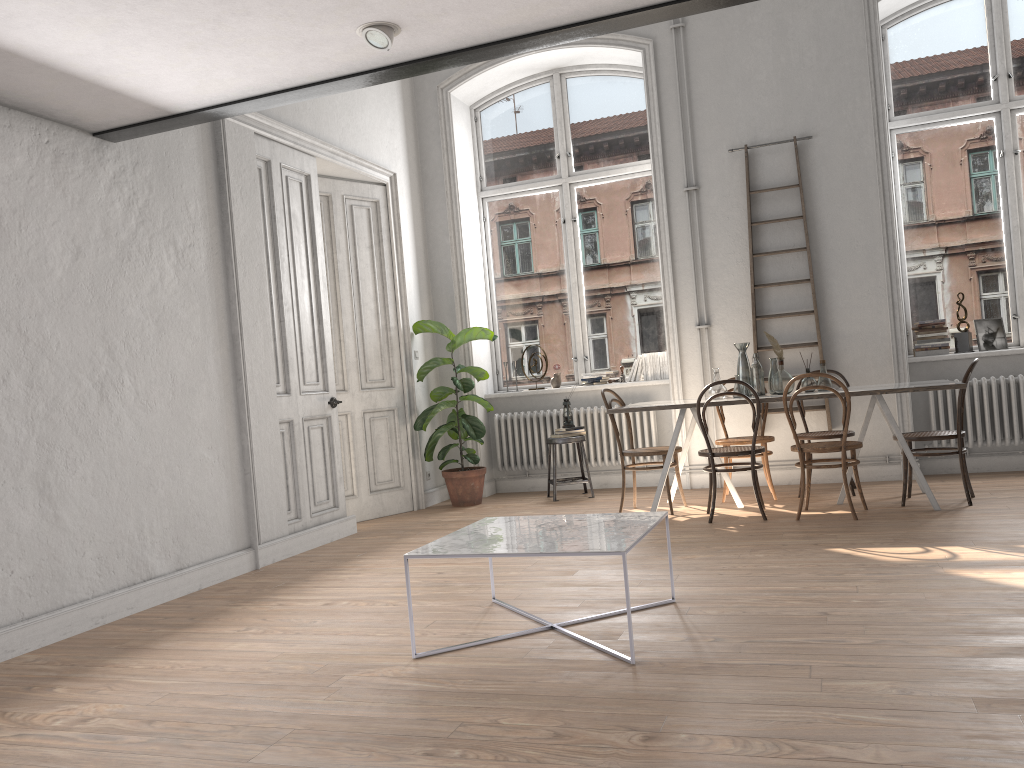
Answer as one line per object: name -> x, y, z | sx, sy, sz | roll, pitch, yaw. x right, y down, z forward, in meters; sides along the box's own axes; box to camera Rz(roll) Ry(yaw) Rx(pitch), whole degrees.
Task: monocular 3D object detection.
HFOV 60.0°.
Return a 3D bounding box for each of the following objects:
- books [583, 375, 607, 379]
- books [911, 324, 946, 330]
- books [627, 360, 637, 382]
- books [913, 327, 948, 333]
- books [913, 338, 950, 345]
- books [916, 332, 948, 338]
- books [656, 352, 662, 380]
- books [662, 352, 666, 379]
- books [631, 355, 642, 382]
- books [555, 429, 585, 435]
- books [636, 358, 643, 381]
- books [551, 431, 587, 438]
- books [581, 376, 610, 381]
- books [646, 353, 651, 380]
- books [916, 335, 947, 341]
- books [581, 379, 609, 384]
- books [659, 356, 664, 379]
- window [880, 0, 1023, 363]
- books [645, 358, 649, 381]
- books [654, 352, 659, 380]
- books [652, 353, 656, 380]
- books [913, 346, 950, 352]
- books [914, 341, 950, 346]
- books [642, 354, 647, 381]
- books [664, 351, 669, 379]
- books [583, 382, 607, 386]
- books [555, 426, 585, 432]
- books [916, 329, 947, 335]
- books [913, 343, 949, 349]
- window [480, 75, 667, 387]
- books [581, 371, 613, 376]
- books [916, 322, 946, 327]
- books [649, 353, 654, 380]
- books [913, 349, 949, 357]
books -> 0.761, -0.068, 8.115 | 0.205, 0.020, 0.155 | -5, 0, 10
books -> 3.375, -0.458, 7.179 | 0.231, 0.023, 0.162 | -5, 0, 35
books -> 1.101, -0.120, 8.025 | 0.105, 0.194, 0.155 | -5, 0, 19
books -> 3.385, -0.437, 7.176 | 0.244, 0.019, 0.174 | -5, 0, 20
books -> 3.394, -0.347, 7.180 | 0.245, 0.028, 0.193 | -5, 0, 15
books -> 3.398, -0.396, 7.178 | 0.222, 0.024, 0.158 | -5, 0, 20
books -> 1.326, -0.162, 7.937 | 0.019, 0.244, 0.174 | -5, 0, 20
books -> 1.376, -0.166, 7.943 | 0.024, 0.243, 0.175 | -5, 0, 20
books -> 1.134, -0.142, 8.007 | 0.100, 0.235, 0.174 | -5, 0, 20
books -> 0.498, 0.411, 7.659 | 0.232, 0.029, 0.163 | -5, 0, -9
books -> 1.159, -0.128, 8.000 | 0.072, 0.203, 0.155 | -5, 0, 20
books -> 0.488, 0.438, 7.660 | 0.246, 0.034, 0.194 | -5, 0, -30
books -> 0.765, -0.047, 8.128 | 0.221, 0.023, 0.147 | -5, 0, 36
books -> 1.244, -0.155, 7.958 | 0.024, 0.243, 0.175 | -5, 0, 20
books -> 3.395, -0.372, 7.174 | 0.205, 0.022, 0.155 | -5, 0, 34
books -> 0.765, -0.025, 8.130 | 0.205, 0.022, 0.155 | -5, 0, 40
books -> 1.349, -0.145, 7.931 | 0.020, 0.205, 0.155 | -5, 0, 20
window -> 10.523, -6.663, 7.759 | 14.388, 15.936, 26.391 | -5, 0, 20
books -> 1.229, -0.135, 7.975 | 0.020, 0.205, 0.155 | -5, 0, 20
books -> 1.314, -0.161, 7.965 | 0.024, 0.243, 0.175 | -5, 0, 20
books -> 1.292, -0.159, 7.968 | 0.019, 0.244, 0.174 | -5, 0, 20
books -> 3.385, -0.283, 7.168 | 0.249, 0.023, 0.175 | -5, 0, 15
books -> 3.396, -0.326, 7.178 | 0.255, 0.014, 0.192 | -5, 0, 23
books -> 1.209, -0.152, 8.003 | 0.024, 0.243, 0.175 | -5, 0, 20
books -> 1.393, -0.168, 7.915 | 0.024, 0.243, 0.175 | -5, 0, 20
books -> 0.762, -0.002, 8.135 | 0.147, 0.023, 0.221 | -5, 0, -21
books -> 0.498, 0.389, 7.659 | 0.221, 0.027, 0.147 | -5, 0, -38
books -> 3.391, -0.417, 7.174 | 0.205, 0.022, 0.155 | -5, 0, 15
books -> 3.384, -0.306, 7.168 | 0.249, 0.023, 0.175 | -5, 0, 20
window -> 0.554, -1.446, 8.345 | 1.623, 2.843, 0.013 | -5, 0, 20
books -> 0.784, -0.095, 8.128 | 0.244, 0.019, 0.174 | -5, 0, 30
books -> 3.386, -0.481, 7.174 | 0.205, 0.020, 0.155 | -5, 0, 20
books -> 1.268, -0.157, 7.959 | 0.019, 0.244, 0.174 | -5, 0, 20
books -> 3.387, -0.250, 7.170 | 0.248, 0.043, 0.192 | -5, 0, 20
